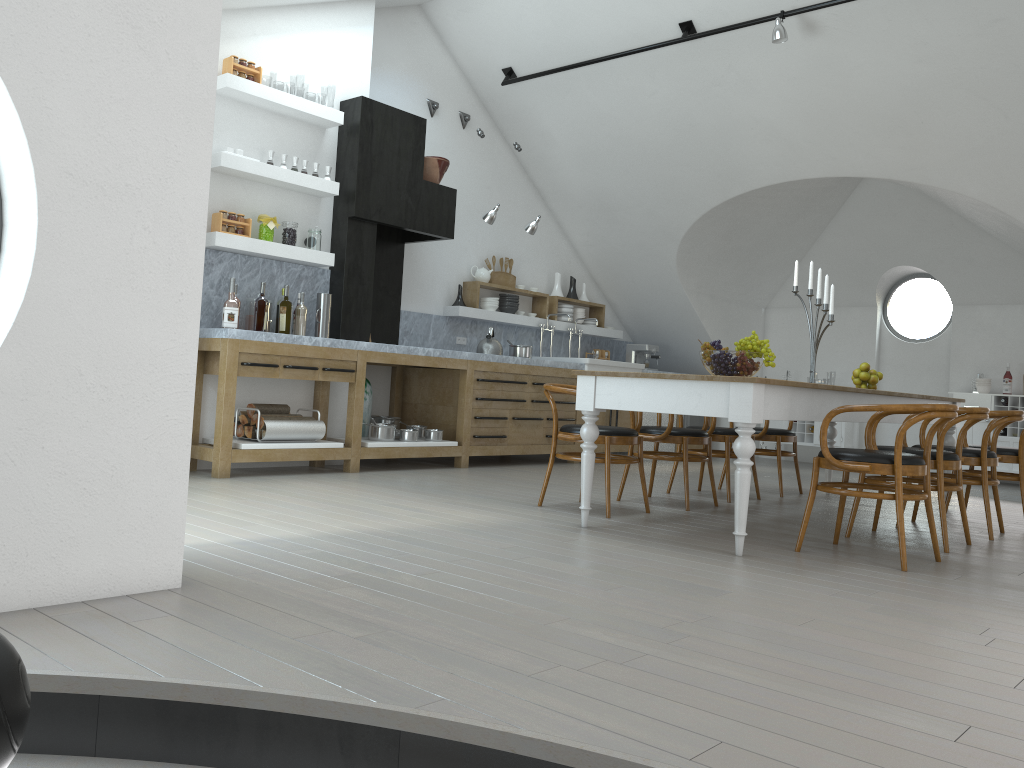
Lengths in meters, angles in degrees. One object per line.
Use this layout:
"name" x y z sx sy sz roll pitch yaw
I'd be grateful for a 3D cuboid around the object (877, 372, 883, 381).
"object" 2.577 -0.055 6.232 0.063 0.063 0.062 3 -1 4

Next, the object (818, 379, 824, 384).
"object" 3.572 -0.007 10.219 0.094 0.093 0.093 3 -1 29

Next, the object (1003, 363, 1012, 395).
"object" 5.079 -0.051 9.079 0.081 0.330 0.081 2 -2 37

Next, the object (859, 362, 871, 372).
"object" 2.485 -0.116 6.238 0.072 0.074 0.072 2 -1 41

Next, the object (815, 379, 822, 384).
"object" 3.508 -0.007 10.152 0.077 0.085 0.077 3 -1 29

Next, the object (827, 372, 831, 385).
"object" 3.640 -0.046 10.179 0.054 0.179 0.054 3 -2 18

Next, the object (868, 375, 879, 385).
"object" 2.518 -0.030 6.174 0.071 0.072 0.070 3 -1 6

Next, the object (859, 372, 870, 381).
"object" 2.457 -0.054 6.175 0.071 0.064 0.072 3 -1 35

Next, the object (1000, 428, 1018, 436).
"object" 5.057 0.488 9.013 0.156 0.085 0.330 3 -1 42

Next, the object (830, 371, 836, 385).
"object" 3.662 -0.049 10.120 0.063 0.187 0.063 2 -2 26

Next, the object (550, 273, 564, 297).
"object" 0.494 -1.069 9.593 0.156 0.268 0.156 2 -2 30

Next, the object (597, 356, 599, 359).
"object" 0.958 -0.268 10.004 0.044 0.179 0.019 2 -2 26

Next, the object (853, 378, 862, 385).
"object" 2.423 -0.018 6.218 0.060 0.056 0.059 3 -1 36

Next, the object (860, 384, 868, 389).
"object" 2.465 0.024 6.203 0.050 0.050 0.051 2 -2 45

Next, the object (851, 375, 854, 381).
"object" 2.446 -0.042 6.299 0.062 0.059 0.062 4 -1 -45

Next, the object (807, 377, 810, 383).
"object" 3.426 -0.022 10.177 0.081 0.105 0.082 4 -2 -36

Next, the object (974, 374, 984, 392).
"object" 4.969 -0.016 9.436 0.115 0.209 0.065 2 -2 43

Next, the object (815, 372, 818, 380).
"object" 3.498 -0.050 10.219 0.048 0.169 0.048 2 -2 29

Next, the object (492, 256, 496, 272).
"object" -0.181 -1.138 8.863 0.027 0.299 0.055 2 -3 41

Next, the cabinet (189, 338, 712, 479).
"cabinet" -0.087 0.330 8.390 1.004 1.023 6.420 2 -1 41

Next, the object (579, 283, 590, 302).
"object" 0.809 -1.024 9.963 0.156 0.219 0.156 3 -1 23

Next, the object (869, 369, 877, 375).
"object" 2.527 -0.074 6.208 0.053 0.057 0.058 4 -1 -34

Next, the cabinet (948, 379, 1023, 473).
"cabinet" 5.142 0.453 9.011 1.243 1.155 0.609 2 -2 41

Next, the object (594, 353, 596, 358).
"object" 0.930 -0.269 9.979 0.019 0.179 0.044 3 -2 6

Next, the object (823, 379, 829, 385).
"object" 3.588 -0.009 10.129 0.071 0.099 0.071 4 -2 -26

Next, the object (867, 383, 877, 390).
"object" 2.532 0.020 6.227 0.064 0.063 0.063 4 -1 -38

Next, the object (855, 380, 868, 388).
"object" 2.473 0.010 6.271 0.080 0.074 0.078 3 -1 -4

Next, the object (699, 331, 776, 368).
"object" 1.231 -0.157 4.881 0.394 0.284 0.292 3 -1 5

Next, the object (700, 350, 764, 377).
"object" 1.217 -0.095 4.906 0.360 0.160 0.359 3 -1 22

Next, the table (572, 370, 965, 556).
"table" 1.765 0.418 5.457 1.019 0.800 3.344 3 -1 41

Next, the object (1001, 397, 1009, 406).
"object" 5.050 0.181 9.041 0.093 0.094 0.358 2 -1 42

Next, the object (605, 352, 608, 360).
"object" 1.077 -0.272 10.161 0.040 0.192 0.042 3 -2 1

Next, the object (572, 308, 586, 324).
"object" 0.736 -0.751 9.815 0.157 0.160 0.154 4 -1 -21

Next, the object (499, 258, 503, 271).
"object" -0.102 -1.132 8.953 0.040 0.299 0.061 2 -2 39

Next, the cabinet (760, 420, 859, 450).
"cabinet" 3.414 0.423 10.269 1.135 0.790 0.496 3 -2 41

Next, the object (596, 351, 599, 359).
"object" 0.957 -0.280 9.991 0.040 0.192 0.042 4 -2 -12

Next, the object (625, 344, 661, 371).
"object" 1.567 -0.293 10.298 0.387 0.321 0.324 3 -1 41

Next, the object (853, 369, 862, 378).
"object" 2.433 -0.072 6.243 0.066 0.071 0.072 3 -1 11

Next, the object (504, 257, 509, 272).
"object" -0.065 -1.130 8.965 0.019 0.299 0.057 2 -3 41

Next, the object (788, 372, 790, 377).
"object" 3.302 -0.074 10.588 0.024 0.164 0.039 5 -2 -36

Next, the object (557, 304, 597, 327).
"object" 0.717 -0.750 9.830 0.198 0.196 0.656 2 -1 41

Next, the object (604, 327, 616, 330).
"object" 1.095 -0.636 10.282 0.213 0.025 0.213 3 0 29

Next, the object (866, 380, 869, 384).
"object" 2.544 -0.034 6.279 0.076 0.076 0.077 3 -1 8

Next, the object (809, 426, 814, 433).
"object" 3.467 0.520 10.139 0.082 0.083 0.316 2 -1 41

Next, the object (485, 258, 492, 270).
"object" -0.204 -1.122 8.834 0.199 0.259 0.016 4 -2 -38

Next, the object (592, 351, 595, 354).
"object" 0.920 -0.282 10.023 0.040 0.192 0.042 4 -2 -11

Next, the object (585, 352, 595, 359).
"object" 0.886 -0.266 9.986 0.100 0.171 0.172 2 -2 43

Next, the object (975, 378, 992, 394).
"object" 4.894 0.024 9.200 0.157 0.160 0.154 4 -1 -21

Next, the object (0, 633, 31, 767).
"object" -0.980 0.533 1.482 0.320 0.563 0.320 3 -2 14

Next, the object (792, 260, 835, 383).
"object" 1.916 -0.409 5.618 0.266 0.876 0.774 3 -1 15

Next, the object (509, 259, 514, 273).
"object" -0.025 -1.126 9.015 0.039 0.298 0.067 2 -3 41

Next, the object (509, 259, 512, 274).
"object" -0.014 -1.125 9.055 0.030 0.294 0.057 2 -3 41

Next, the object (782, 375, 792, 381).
"object" 3.290 -0.041 10.609 0.101 0.138 0.066 2 -2 41

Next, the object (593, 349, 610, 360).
"object" 1.025 -0.283 10.161 0.104 0.223 0.200 2 -2 41

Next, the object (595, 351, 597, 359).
"object" 0.942 -0.278 10.002 0.023 0.196 0.018 2 -2 36

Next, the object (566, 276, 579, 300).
"object" 0.670 -1.058 9.788 0.156 0.268 0.156 5 -2 -44
